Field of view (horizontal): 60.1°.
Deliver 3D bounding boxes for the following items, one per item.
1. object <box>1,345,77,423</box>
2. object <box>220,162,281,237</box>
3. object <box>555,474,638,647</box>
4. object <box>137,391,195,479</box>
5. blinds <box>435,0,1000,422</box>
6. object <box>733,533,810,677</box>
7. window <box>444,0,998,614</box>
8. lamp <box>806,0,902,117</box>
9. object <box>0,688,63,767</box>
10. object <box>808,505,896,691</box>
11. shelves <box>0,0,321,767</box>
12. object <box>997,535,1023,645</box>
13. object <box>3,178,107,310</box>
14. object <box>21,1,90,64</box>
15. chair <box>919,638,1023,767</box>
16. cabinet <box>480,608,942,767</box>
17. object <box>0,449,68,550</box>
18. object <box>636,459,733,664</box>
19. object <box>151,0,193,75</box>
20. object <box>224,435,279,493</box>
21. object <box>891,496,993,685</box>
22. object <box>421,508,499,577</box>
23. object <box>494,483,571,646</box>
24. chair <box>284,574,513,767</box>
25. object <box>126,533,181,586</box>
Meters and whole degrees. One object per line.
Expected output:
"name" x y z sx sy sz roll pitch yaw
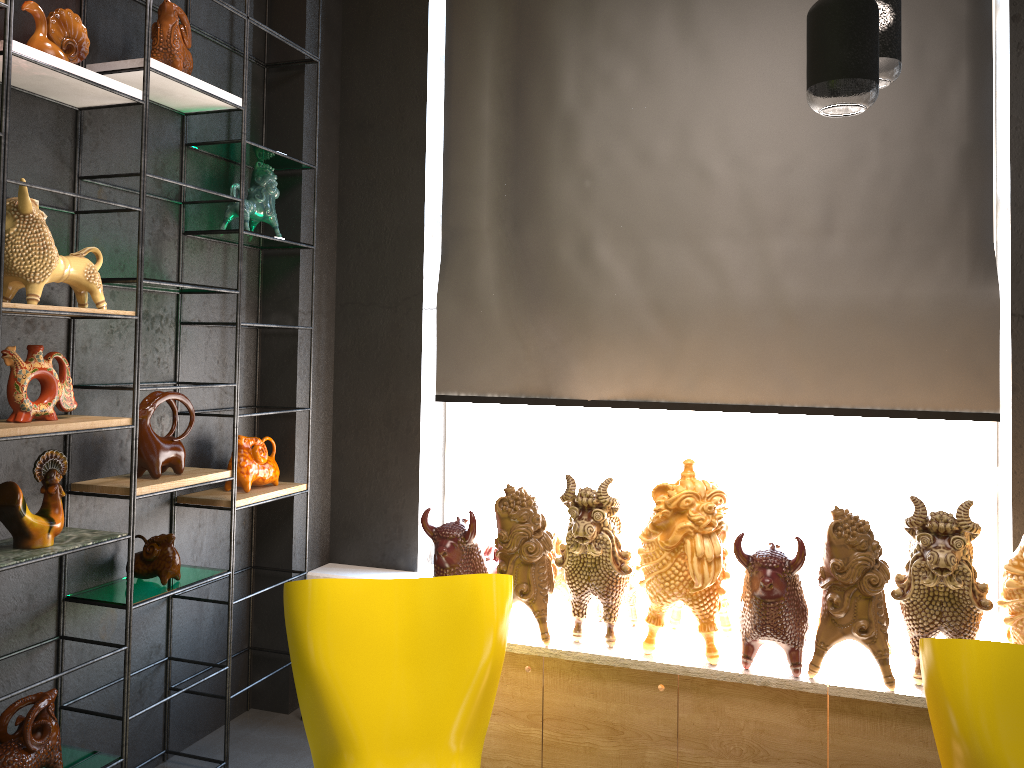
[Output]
"object" -1.367 -0.002 2.565 0.060 0.223 0.267 0 0 20
"object" -1.029 -0.743 3.515 0.152 0.333 0.289 1 0 12
"object" 0.294 0.595 3.093 0.271 0.580 0.429 1 -1 12
"object" -1.198 0.170 3.008 0.114 0.291 0.249 0 -1 19
"blinds" -1.927 -0.877 3.959 12.717 3.315 3.519 2 1 40
"object" 0.859 0.678 2.874 0.219 0.441 0.462 0 0 24
"window" 0.794 -0.734 3.806 2.309 3.175 0.051 1 -2 19
"lamp" 0.347 -1.599 0.621 2.673 2.277 2.843 1 0 -27
"object" -1.374 1.014 2.461 0.126 0.250 0.253 0 0 19
"object" 1.108 0.644 2.839 0.249 0.546 0.474 0 -1 27
"shelves" -1.443 -0.548 2.336 0.274 3.916 2.988 0 -1 19
"object" 1.604 0.596 2.623 0.307 0.656 0.468 0 -1 24
"object" -1.340 -0.390 2.554 0.175 0.352 0.369 0 0 24
"object" -1.338 -1.018 2.606 0.107 0.210 0.233 0 -1 36
"chair" 1.224 1.026 1.768 0.658 0.898 1.068 1 0 14
"cabinet" 1.015 1.167 2.845 2.730 0.531 0.404 2 0 19
"object" -1.364 0.327 2.526 0.123 0.271 0.227 0 -1 19
"object" 0.593 0.568 2.977 0.307 0.656 0.468 0 -1 24
"object" -1.175 -1.165 3.060 0.126 0.250 0.253 1 0 -11
"object" -1.022 0.306 3.510 0.138 0.223 0.277 1 0 20
"object" 1.305 0.623 2.739 0.271 0.580 0.429 1 -1 12
"object" -0.152 0.650 3.228 0.219 0.441 0.462 0 0 24
"object" 0.096 0.616 3.193 0.249 0.546 0.474 0 -1 27
"chair" -0.282 0.984 2.304 0.658 0.898 1.068 1 0 -11
"object" -1.222 0.587 3.008 0.210 0.169 0.105 1 -1 19
